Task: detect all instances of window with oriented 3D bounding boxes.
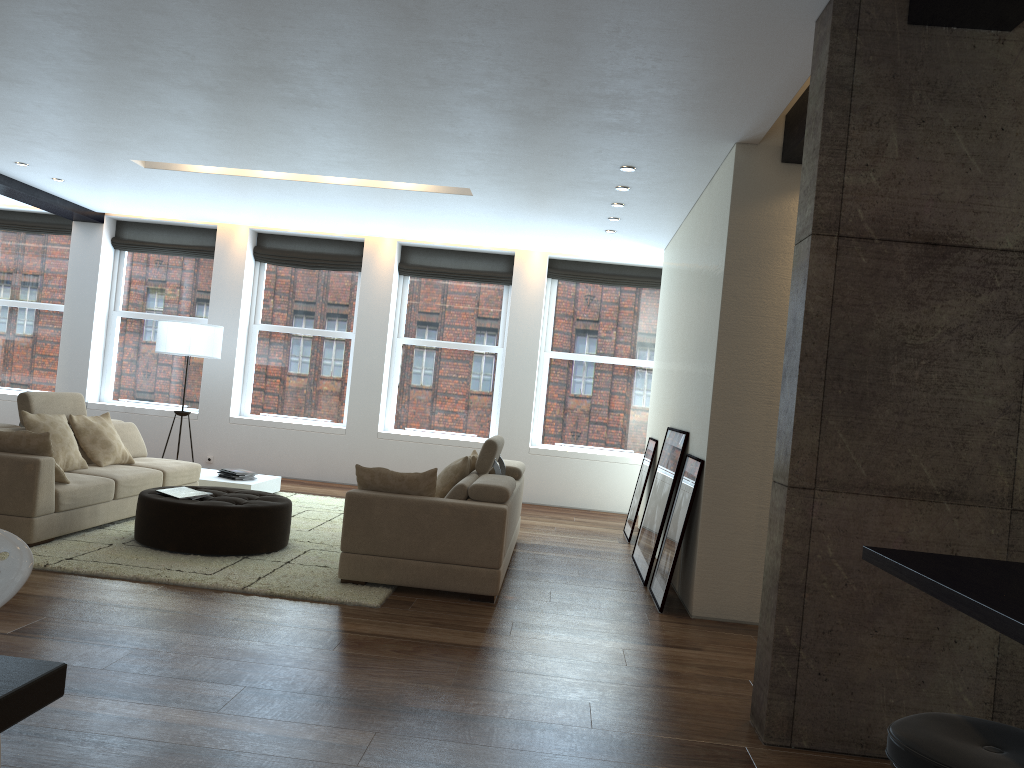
[{"bbox_3d":[-6.229,-0.992,11.377,1.391,2.400,0.123,6,-1,3],"label":"window"},{"bbox_3d":[-0.774,-0.461,11.046,1.443,2.400,0.123,6,-1,3],"label":"window"},{"bbox_3d":[-2.604,-0.639,11.157,1.442,2.400,0.123,6,-1,3],"label":"window"},{"bbox_3d":[1.116,-0.277,10.931,1.563,2.400,0.123,6,-1,3],"label":"window"},{"bbox_3d":[-4.429,-0.817,11.268,1.432,2.400,0.123,6,-1,3],"label":"window"}]

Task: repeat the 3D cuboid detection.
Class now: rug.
[{"bbox_3d":[-2.114,1.159,7.231,2.972,0.020,4.231,6,-1,3],"label":"rug"}]

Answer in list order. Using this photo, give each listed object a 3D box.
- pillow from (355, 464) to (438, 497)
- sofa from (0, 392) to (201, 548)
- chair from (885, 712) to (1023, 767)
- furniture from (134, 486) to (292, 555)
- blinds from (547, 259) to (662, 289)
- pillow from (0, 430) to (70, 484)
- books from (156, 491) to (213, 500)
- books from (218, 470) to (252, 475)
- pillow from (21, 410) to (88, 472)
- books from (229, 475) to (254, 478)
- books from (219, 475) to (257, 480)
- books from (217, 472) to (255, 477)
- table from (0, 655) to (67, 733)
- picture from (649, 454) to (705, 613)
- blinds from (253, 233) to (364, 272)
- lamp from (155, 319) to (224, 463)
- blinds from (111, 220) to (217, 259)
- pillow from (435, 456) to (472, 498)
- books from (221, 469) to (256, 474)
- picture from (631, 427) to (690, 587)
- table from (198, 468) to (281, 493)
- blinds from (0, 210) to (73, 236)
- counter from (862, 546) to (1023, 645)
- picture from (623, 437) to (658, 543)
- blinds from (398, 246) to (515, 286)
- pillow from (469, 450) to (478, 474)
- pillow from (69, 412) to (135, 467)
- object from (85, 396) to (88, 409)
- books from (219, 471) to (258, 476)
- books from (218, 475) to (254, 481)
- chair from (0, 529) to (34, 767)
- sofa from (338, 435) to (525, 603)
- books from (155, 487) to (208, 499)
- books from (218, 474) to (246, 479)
[{"bbox_3d":[-0.744,0.700,5.711,0.518,0.393,0.395,6,-1,0],"label":"pillow"},{"bbox_3d":[-3.399,0.562,6.887,1.021,0.950,2.581,6,-1,3],"label":"sofa"},{"bbox_3d":[-2.326,0.867,2.685,21.556,0.952,16.134,6,-1,3],"label":"chair"},{"bbox_3d":[-2.125,0.960,6.352,1.057,0.355,1.057,6,-1,5],"label":"furniture"},{"bbox_3d":[1.218,-1.342,10.882,1.563,0.275,0.156,6,-1,3],"label":"blinds"},{"bbox_3d":[-3.226,0.458,5.862,0.518,0.393,0.395,6,-1,7],"label":"pillow"},{"bbox_3d":[-2.276,0.764,6.173,0.300,0.031,0.219,5,-1,18],"label":"books"},{"bbox_3d":[-2.734,0.874,8.802,0.300,0.010,0.220,5,-1,38],"label":"books"},{"bbox_3d":[-3.415,0.427,6.636,0.301,0.439,0.534,6,-1,7],"label":"pillow"},{"bbox_3d":[-2.721,0.905,8.821,0.220,0.010,0.300,6,-1,-37],"label":"books"},{"bbox_3d":[-2.723,0.924,8.821,0.300,0.010,0.220,5,-1,23],"label":"books"},{"bbox_3d":[-2.736,0.893,8.801,0.300,0.010,0.220,5,-1,28],"label":"books"},{"bbox_3d":[-2.543,0.681,1.066,3.400,0.733,1.200,6,-1,3],"label":"table"},{"bbox_3d":[1.094,0.970,5.946,0.195,0.988,0.700,6,-1,3],"label":"picture"},{"bbox_3d":[-2.508,-1.643,11.107,1.439,0.424,0.156,6,-1,3],"label":"blinds"},{"bbox_3d":[-3.690,0.178,9.965,0.698,1.728,0.698,5,-1,27],"label":"lamp"},{"bbox_3d":[-4.334,-1.827,11.203,1.431,0.395,0.183,6,-1,3],"label":"blinds"},{"bbox_3d":[-0.461,0.715,6.456,0.301,0.439,0.534,6,-1,0],"label":"pillow"},{"bbox_3d":[-2.717,0.867,8.822,0.300,0.010,0.220,5,-1,43],"label":"books"},{"bbox_3d":[1.149,0.913,6.967,0.225,1.140,1.183,6,-1,3],"label":"picture"},{"bbox_3d":[-2.906,1.007,8.901,0.900,0.170,0.900,6,-1,3],"label":"table"},{"bbox_3d":[-6.128,-2.062,11.328,1.396,0.275,0.156,6,-1,3],"label":"blinds"},{"bbox_3d":[1.423,0.512,0.743,1.000,0.040,3.700,6,-1,3],"label":"counter"},{"bbox_3d":[1.259,1.020,8.717,0.195,0.988,0.700,6,-1,3],"label":"picture"},{"bbox_3d":[-0.678,-1.472,10.996,1.442,0.393,0.156,6,-1,3],"label":"blinds"},{"bbox_3d":[-0.437,0.736,7.080,0.368,0.416,0.519,6,-1,-1],"label":"pillow"},{"bbox_3d":[-3.367,0.450,7.258,0.368,0.416,0.519,6,-1,8],"label":"pillow"},{"bbox_3d":[-5.056,0.527,10.361,0.458,0.781,0.458,6,-1,3],"label":"object"},{"bbox_3d":[-2.719,0.886,8.821,0.300,0.010,0.220,5,-1,18],"label":"books"},{"bbox_3d":[-2.739,0.932,8.801,0.300,0.010,0.220,5,-1,38],"label":"books"},{"bbox_3d":[-1.399,0.751,1.899,0.495,0.835,0.581,6,-1,3],"label":"chair"},{"bbox_3d":[-0.472,0.847,6.709,1.021,0.950,2.581,6,-1,3],"label":"sofa"},{"bbox_3d":[-2.292,0.755,6.152,0.301,0.040,0.220,5,-1,38],"label":"books"},{"bbox_3d":[-2.737,0.913,8.801,0.300,0.010,0.220,5,-1,38],"label":"books"}]
